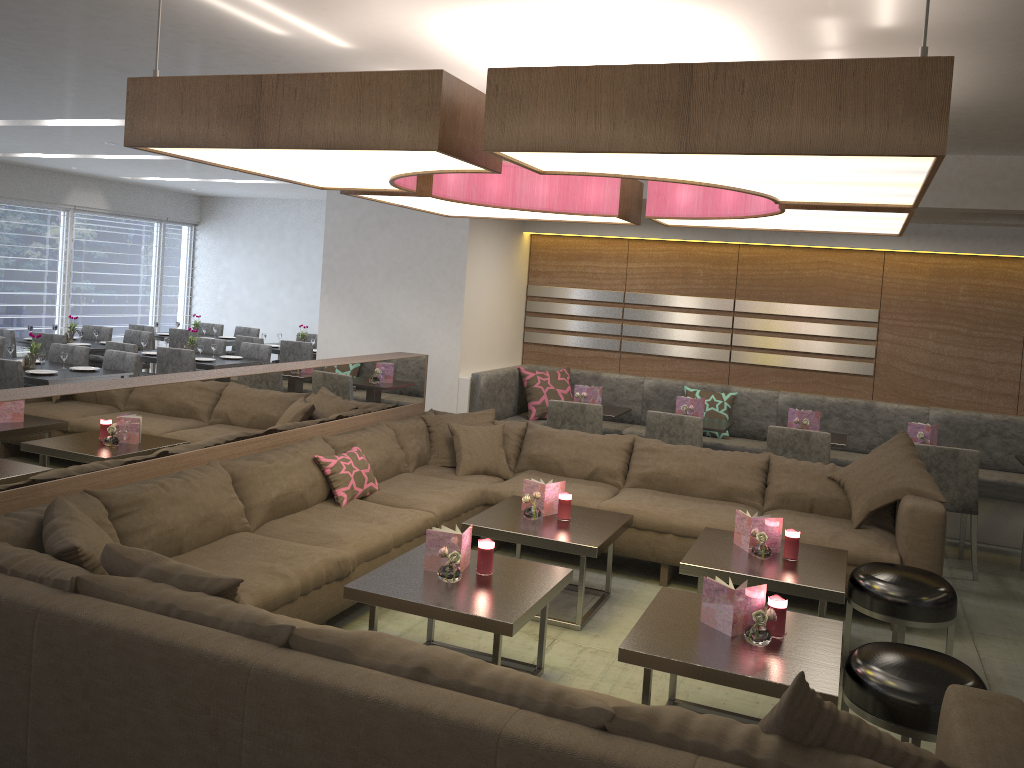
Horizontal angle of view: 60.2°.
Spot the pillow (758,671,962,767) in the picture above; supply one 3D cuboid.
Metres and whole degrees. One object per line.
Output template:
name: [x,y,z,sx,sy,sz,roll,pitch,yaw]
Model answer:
pillow: [0.662,0.777,1.908,0.532,0.403,0.280,5,4,10]

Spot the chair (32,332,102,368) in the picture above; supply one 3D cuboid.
chair: [-4.323,-0.118,8.551,0.478,0.759,0.493,5,3,16]

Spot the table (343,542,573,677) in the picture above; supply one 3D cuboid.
table: [-0.193,0.939,3.369,0.659,0.410,0.659,6,6,21]

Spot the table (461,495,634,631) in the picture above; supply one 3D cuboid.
table: [0.176,0.859,4.300,0.659,0.410,0.659,6,6,21]

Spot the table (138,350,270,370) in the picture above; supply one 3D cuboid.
table: [-3.048,0.054,8.378,1.192,0.632,0.779,6,5,21]

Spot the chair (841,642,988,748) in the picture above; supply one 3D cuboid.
chair: [1.266,1.087,2.805,0.423,0.449,0.424,5,4,18]

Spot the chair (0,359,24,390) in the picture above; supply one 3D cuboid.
chair: [-3.547,0.181,6.403,0.478,0.759,0.493,5,3,16]

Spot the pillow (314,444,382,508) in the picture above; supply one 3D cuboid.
pillow: [-0.829,0.462,4.503,0.181,0.251,0.465,5,6,17]

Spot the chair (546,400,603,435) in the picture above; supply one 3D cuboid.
chair: [0.460,0.482,6.258,0.477,0.759,0.493,5,3,14]

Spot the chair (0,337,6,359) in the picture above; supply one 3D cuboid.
chair: [-4.702,-0.033,7.569,0.478,0.759,0.493,6,4,26]

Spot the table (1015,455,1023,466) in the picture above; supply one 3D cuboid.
table: [3.400,0.834,5.452,0.507,0.652,0.507,6,4,21]

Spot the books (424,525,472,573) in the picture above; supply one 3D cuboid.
books: [-0.212,0.646,3.443,0.257,0.164,0.144,3,4,-15]

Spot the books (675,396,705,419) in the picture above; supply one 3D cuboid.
books: [1.286,0.175,6.383,0.143,0.164,0.157,8,5,41]

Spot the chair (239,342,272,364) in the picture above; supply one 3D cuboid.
chair: [-2.664,-0.006,8.600,0.478,0.759,0.493,6,4,26]

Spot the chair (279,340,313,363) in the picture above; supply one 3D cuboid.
chair: [-2.259,-0.097,9.647,0.478,0.759,0.493,5,3,16]

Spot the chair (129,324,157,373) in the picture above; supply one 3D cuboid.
chair: [-4.176,-0.312,10.345,0.478,0.759,0.493,6,4,26]

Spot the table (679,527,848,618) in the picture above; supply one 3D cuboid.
table: [1.119,0.968,3.926,0.659,0.410,0.659,6,6,21]

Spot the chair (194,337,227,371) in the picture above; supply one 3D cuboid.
chair: [-3.166,-0.066,8.808,0.478,0.759,0.493,5,3,16]

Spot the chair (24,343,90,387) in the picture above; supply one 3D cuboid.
chair: [-3.798,0.071,7.219,0.478,0.759,0.493,5,3,16]

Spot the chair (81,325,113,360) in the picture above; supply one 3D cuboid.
chair: [-4.573,-0.229,9.366,0.478,0.759,0.493,5,3,16]

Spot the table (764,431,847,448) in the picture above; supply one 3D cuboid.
table: [1.979,0.669,6.015,0.507,0.652,0.507,6,4,21]

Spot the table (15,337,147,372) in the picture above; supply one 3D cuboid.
table: [-4.455,-0.109,8.936,1.192,0.632,0.779,6,5,21]

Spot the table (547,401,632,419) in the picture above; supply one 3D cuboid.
table: [0.559,0.505,6.578,0.507,0.652,0.507,6,4,21]

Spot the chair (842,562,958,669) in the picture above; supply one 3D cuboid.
chair: [1.635,1.007,3.735,0.422,0.449,0.424,4,4,3]

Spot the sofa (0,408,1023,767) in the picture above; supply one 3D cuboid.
sofa: [0.168,0.792,3.738,3.187,0.673,3.777,7,7,21]

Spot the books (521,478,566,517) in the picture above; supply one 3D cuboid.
books: [0.157,0.561,4.423,0.143,0.164,0.157,8,5,41]

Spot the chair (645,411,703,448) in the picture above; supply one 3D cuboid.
chair: [1.144,0.559,6.000,0.478,0.759,0.492,6,4,28]

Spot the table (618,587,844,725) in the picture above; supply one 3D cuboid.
table: [0.749,1.048,2.995,0.659,0.410,0.659,6,6,21]

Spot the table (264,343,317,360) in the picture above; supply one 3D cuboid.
table: [-2.391,-0.088,10.033,1.192,0.632,0.779,6,5,21]

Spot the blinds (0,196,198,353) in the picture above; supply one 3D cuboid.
blinds: [-5.419,-1.263,11.474,0.045,2.034,3.660,5,5,21]

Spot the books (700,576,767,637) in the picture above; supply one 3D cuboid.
books: [0.765,0.759,3.055,0.157,0.164,0.144,1,5,-33]

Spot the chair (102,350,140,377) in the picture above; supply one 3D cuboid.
chair: [-3.295,0.130,7.011,0.478,0.759,0.493,6,4,26]

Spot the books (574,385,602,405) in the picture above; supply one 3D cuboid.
books: [0.572,0.092,6.666,0.143,0.164,0.157,8,5,41]

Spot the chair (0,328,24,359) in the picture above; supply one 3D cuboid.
chair: [-4.833,-0.170,8.691,0.478,0.759,0.493,6,4,26]

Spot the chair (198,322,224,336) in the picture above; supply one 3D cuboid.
chair: [-3.916,-0.371,11.021,0.478,0.759,0.493,5,3,16]

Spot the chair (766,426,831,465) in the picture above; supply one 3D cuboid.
chair: [1.851,0.642,5.713,0.478,0.759,0.493,6,4,24]

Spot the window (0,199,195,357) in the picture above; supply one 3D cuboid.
window: [-5.521,-1.247,11.505,0.159,2.064,3.669,5,5,21]

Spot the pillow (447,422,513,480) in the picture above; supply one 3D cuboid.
pillow: [-0.189,0.407,5.309,0.380,0.321,0.236,2,4,-24]

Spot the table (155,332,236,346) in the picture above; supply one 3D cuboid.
table: [-3.798,-0.251,10.591,1.192,0.632,0.779,6,5,21]

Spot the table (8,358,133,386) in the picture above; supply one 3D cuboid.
table: [-3.679,0.191,6.789,1.192,0.632,0.779,6,5,21]

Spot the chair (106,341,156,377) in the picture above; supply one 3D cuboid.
chair: [-3.426,-0.007,8.133,0.478,0.759,0.493,6,4,26]

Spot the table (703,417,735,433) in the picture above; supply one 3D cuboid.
table: [1.269,0.587,6.296,0.507,0.652,0.507,6,4,21]

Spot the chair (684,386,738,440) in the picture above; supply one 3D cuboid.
chair: [1.525,0.235,6.915,0.428,0.394,0.219,6,4,22]

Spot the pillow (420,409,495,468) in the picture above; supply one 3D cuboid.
pillow: [-0.311,0.350,5.477,0.526,0.393,0.293,3,4,-10]

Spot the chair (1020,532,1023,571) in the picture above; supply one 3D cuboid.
chair: [3.278,0.811,5.119,0.478,0.759,0.493,5,4,21]

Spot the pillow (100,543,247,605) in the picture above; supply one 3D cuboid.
pillow: [-0.945,0.642,2.575,0.495,0.338,0.313,5,4,16]

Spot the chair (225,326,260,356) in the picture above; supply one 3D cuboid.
chair: [-3.414,-0.312,10.813,0.478,0.759,0.493,6,4,26]

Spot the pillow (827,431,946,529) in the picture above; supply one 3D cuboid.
pillow: [1.941,0.497,4.584,0.623,0.511,0.299,7,4,35]

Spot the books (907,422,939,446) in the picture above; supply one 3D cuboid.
books: [2.702,0.339,5.822,0.143,0.164,0.157,8,5,41]

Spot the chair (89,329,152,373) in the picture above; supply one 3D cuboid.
chair: [-4.071,-0.169,9.158,0.478,0.759,0.493,6,4,26]

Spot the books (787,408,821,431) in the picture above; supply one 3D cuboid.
books: [2.011,0.259,6.096,0.157,0.164,0.144,3,4,-14]

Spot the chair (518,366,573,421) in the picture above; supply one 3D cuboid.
chair: [0.306,0.081,7.228,0.490,0.426,0.297,2,4,-25]

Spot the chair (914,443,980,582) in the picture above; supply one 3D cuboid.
chair: [2.582,0.727,5.416,0.478,0.759,0.493,5,4,17]

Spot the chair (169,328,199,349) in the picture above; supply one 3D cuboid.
chair: [-3.666,-0.260,10.205,0.478,0.759,0.493,5,3,16]

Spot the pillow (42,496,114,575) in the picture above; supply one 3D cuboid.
pillow: [-1.356,0.583,2.855,0.297,0.355,0.505,1,6,-36]

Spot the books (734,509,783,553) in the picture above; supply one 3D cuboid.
books: [1.123,0.673,4.038,0.157,0.164,0.144,3,4,-14]

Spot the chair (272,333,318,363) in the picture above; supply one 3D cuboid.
chair: [-2.509,-0.208,10.463,0.478,0.759,0.493,5,3,16]

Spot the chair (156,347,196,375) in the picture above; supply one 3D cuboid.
chair: [-2.916,0.045,7.993,0.478,0.759,0.493,5,3,16]

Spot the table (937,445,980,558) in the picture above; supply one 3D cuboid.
table: [2.689,0.752,5.733,0.507,0.652,0.507,6,4,21]

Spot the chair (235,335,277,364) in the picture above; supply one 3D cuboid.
chair: [-2.769,-0.149,9.787,0.478,0.759,0.493,6,4,26]
